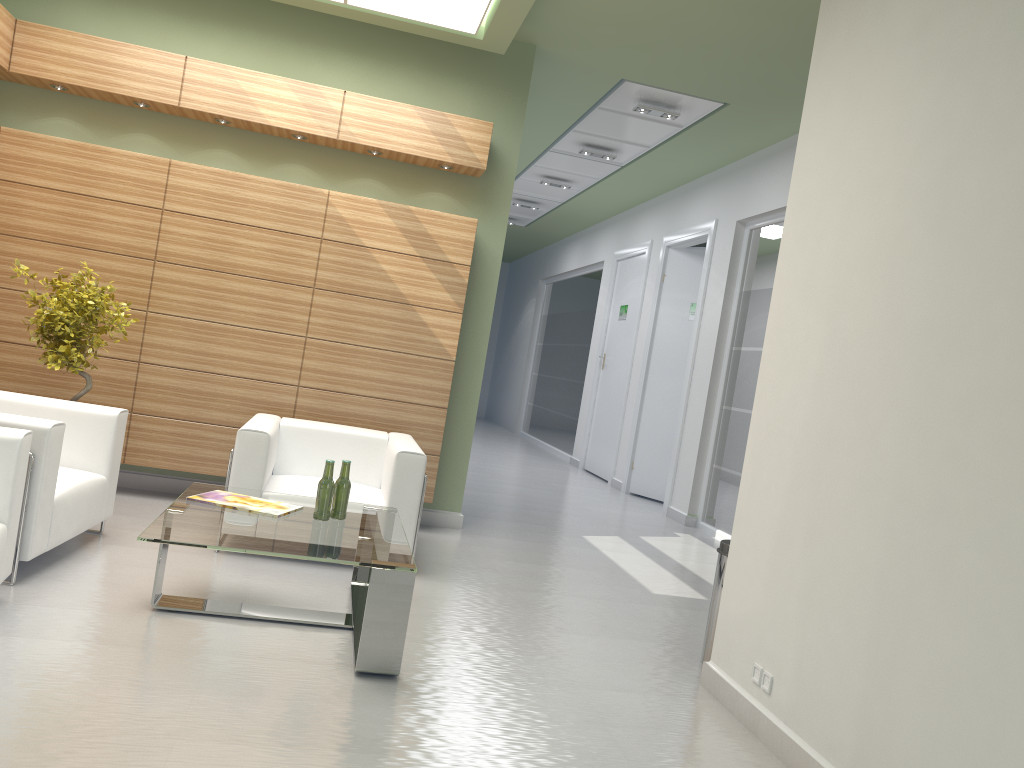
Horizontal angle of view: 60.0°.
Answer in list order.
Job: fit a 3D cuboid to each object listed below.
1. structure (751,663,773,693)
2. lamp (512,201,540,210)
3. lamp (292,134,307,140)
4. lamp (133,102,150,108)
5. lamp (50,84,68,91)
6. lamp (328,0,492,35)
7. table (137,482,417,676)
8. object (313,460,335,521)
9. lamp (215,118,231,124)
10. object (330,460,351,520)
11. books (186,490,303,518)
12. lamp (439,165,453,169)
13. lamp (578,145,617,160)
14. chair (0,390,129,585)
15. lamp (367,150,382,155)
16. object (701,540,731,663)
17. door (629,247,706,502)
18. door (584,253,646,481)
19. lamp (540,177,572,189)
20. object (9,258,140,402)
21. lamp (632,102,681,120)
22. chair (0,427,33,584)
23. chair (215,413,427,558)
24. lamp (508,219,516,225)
[{"bbox_3d":[1.706,2.004,6.051,0.017,0.118,0.262,9,1,-11],"label":"structure"},{"bbox_3d":[0.357,-4.533,22.332,0.657,0.159,0.286,9,1,-11],"label":"lamp"},{"bbox_3d":[-2.543,-2.986,10.630,0.181,0.074,0.181,9,1,-17],"label":"lamp"},{"bbox_3d":[-4.287,-3.263,10.277,0.181,0.074,0.181,9,1,-17],"label":"lamp"},{"bbox_3d":[-5.158,-3.401,10.101,0.181,0.074,0.181,9,1,-17],"label":"lamp"},{"bbox_3d":[-2.124,-4.467,7.447,4.571,0.325,5.060,9,1,-11],"label":"lamp"},{"bbox_3d":[-1.760,1.407,6.811,1.783,0.742,2.197,9,1,-11],"label":"table"},{"bbox_3d":[-1.465,0.834,6.973,0.131,0.475,0.131,10,1,44],"label":"object"},{"bbox_3d":[-3.406,-3.123,10.455,0.181,0.074,0.181,10,1,39],"label":"lamp"},{"bbox_3d":[-1.362,0.848,7.117,0.131,0.475,0.131,10,1,44],"label":"object"},{"bbox_3d":[-2.120,0.953,7.077,0.762,0.025,0.508,9,1,9],"label":"books"},{"bbox_3d":[-0.812,-2.711,10.981,0.181,0.074,0.181,9,1,-17],"label":"lamp"},{"bbox_3d":[1.562,-4.222,16.134,0.657,0.159,0.286,9,1,-11],"label":"lamp"},{"bbox_3d":[-4.453,0.735,7.403,1.769,1.234,1.894,9,1,-6],"label":"chair"},{"bbox_3d":[-1.669,-2.847,10.807,0.181,0.074,0.181,10,1,39],"label":"lamp"},{"bbox_3d":[1.891,1.863,7.441,0.483,1.027,0.482,8,1,-40],"label":"object"},{"bbox_3d":[3.512,-0.163,17.383,0.134,5.083,2.089,8,1,-41],"label":"door"},{"bbox_3d":[2.334,-0.411,20.411,0.250,5.083,2.089,9,1,-11],"label":"door"},{"bbox_3d":[0.954,-4.379,19.259,0.657,0.159,0.286,9,1,-11],"label":"lamp"},{"bbox_3d":[-4.616,-0.004,9.001,1.201,2.565,1.116,8,1,-43],"label":"object"},{"bbox_3d":[2.144,-4.072,13.141,0.657,0.159,0.286,9,1,-11],"label":"lamp"},{"bbox_3d":[-4.026,0.847,5.120,1.802,1.234,1.894,9,1,-16],"label":"chair"},{"bbox_3d":[-1.963,1.104,9.375,1.894,1.234,1.802,9,1,-11],"label":"chair"},{"bbox_3d":[-0.224,-4.683,25.320,0.657,0.159,0.286,9,1,-11],"label":"lamp"}]
